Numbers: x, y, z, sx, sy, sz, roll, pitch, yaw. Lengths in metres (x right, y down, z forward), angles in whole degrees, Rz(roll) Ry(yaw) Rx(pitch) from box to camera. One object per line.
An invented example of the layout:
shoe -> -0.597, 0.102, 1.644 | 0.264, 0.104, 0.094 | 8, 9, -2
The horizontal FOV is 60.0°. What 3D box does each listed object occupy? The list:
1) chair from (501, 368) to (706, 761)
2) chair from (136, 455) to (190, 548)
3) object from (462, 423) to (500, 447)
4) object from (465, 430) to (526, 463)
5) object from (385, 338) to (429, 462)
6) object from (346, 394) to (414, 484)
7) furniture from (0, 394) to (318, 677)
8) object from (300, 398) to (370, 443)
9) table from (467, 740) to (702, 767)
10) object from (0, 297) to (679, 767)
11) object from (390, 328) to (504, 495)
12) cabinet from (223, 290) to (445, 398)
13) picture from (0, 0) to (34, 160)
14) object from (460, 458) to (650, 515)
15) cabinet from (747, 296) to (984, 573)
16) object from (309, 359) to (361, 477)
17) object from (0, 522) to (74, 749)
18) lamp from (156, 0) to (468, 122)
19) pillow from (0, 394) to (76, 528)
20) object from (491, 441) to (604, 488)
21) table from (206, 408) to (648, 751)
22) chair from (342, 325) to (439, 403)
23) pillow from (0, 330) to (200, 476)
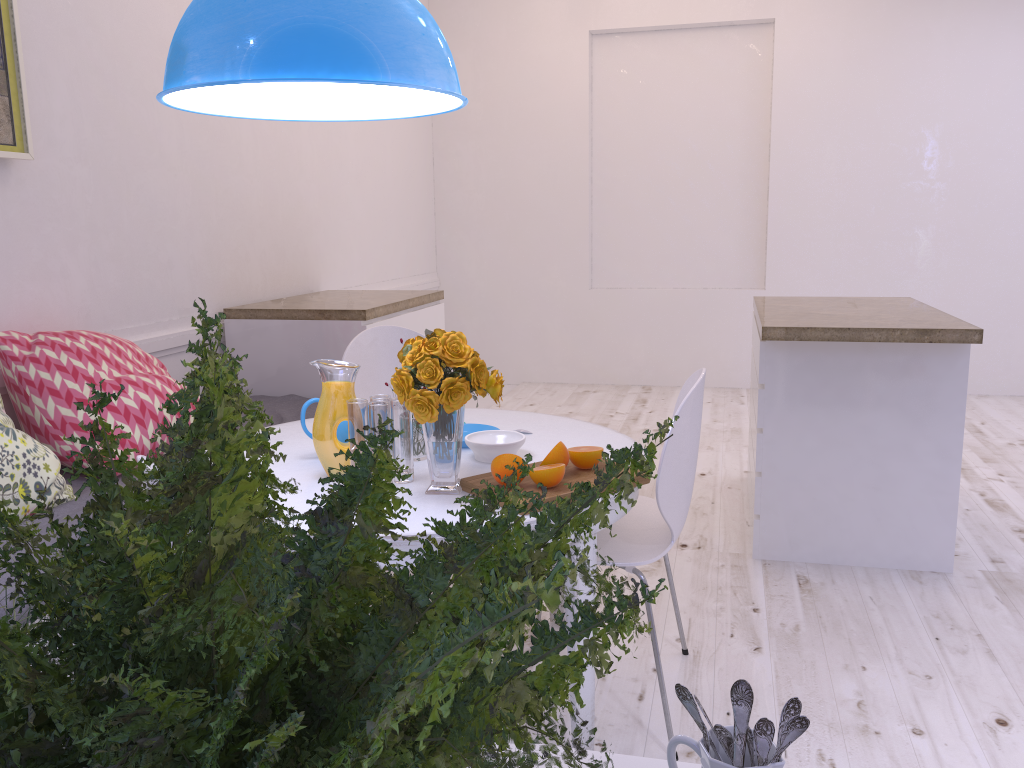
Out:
chair -> 0.224, 0.374, 2.195 | 0.483, 0.845, 0.604 | 2, 11, 14
chair -> -0.348, 0.505, 1.531 | 0.483, 0.845, 0.604 | -7, 12, -30
object -> -0.127, 0.136, 2.307 | 0.196, 0.023, 0.196 | -1, 10, 1
object -> -0.040, 0.152, 2.132 | 0.147, 0.052, 0.147 | -8, 12, -33
object -> -0.243, 0.035, 2.134 | 0.128, 0.287, 0.128 | 2, 11, 15
object -> -0.286, 0.125, 1.932 | 0.101, 0.186, 0.122 | 9, 14, 43
furniture -> -1.269, 0.568, 2.197 | 0.769, 0.508, 3.296 | 2, 11, 14
object -> -0.410, 0.102, 2.159 | 0.156, 0.151, 0.150 | 2, 11, 17
table -> -0.210, 0.763, 0.724 | 1.514, 0.619, 0.736 | 2, 11, 14
object -> -0.140, 0.224, 0.478 | 0.438, 0.527, 0.368 | 2, 11, 14
object -> -0.142, 0.049, 1.874 | 0.234, 0.351, 0.235 | -5, 11, -21
cabinet -> -0.789, 0.009, 4.286 | 0.654, 0.842, 1.036 | 2, 11, 14
picture -> -1.590, -0.908, 2.196 | 0.020, 0.629, 0.971 | 2, 11, 14
object -> 0.093, 0.207, 1.897 | 0.347, 0.024, 0.224 | -8, 13, -36
cabinet -> 1.269, 0.134, 3.422 | 0.654, 0.842, 1.167 | 2, 11, 14
object -> -0.383, 0.077, 1.974 | 0.094, 0.267, 0.116 | 8, 14, 40
object -> -0.463, 0.294, 0.671 | 0.668, 0.367, 0.531 | 7, 13, 38
lamp -> -0.382, -1.484, 1.499 | 0.568, 1.948, 0.568 | -10, 14, -41
pillow -> -1.430, 0.143, 2.124 | 0.509, 0.447, 0.592 | 3, 11, 18
object -> 0.095, 0.164, 1.862 | 0.285, 0.075, 0.129 | -9, 13, -39
table -> -0.232, 0.484, 2.228 | 1.140, 0.629, 1.140 | 8, 14, 42
chair -> -0.288, 0.242, 2.962 | 0.604, 0.845, 0.483 | -10, 14, -40
pillow -> -1.265, 0.025, 2.777 | 0.491, 0.424, 0.587 | 2, 11, 16
